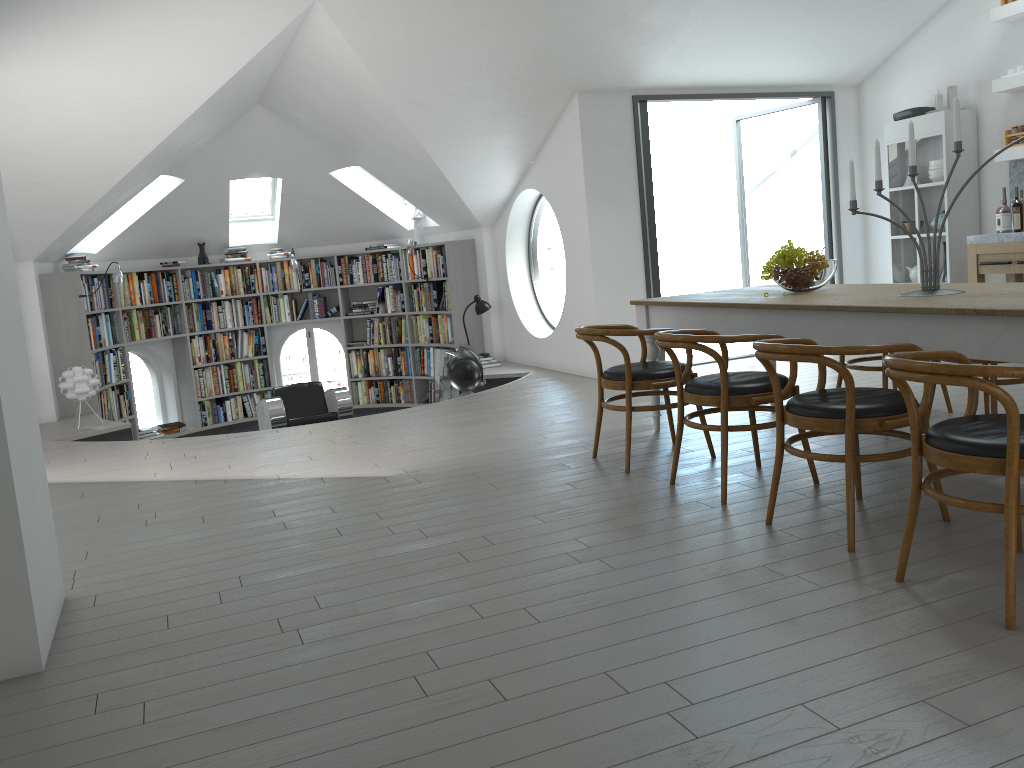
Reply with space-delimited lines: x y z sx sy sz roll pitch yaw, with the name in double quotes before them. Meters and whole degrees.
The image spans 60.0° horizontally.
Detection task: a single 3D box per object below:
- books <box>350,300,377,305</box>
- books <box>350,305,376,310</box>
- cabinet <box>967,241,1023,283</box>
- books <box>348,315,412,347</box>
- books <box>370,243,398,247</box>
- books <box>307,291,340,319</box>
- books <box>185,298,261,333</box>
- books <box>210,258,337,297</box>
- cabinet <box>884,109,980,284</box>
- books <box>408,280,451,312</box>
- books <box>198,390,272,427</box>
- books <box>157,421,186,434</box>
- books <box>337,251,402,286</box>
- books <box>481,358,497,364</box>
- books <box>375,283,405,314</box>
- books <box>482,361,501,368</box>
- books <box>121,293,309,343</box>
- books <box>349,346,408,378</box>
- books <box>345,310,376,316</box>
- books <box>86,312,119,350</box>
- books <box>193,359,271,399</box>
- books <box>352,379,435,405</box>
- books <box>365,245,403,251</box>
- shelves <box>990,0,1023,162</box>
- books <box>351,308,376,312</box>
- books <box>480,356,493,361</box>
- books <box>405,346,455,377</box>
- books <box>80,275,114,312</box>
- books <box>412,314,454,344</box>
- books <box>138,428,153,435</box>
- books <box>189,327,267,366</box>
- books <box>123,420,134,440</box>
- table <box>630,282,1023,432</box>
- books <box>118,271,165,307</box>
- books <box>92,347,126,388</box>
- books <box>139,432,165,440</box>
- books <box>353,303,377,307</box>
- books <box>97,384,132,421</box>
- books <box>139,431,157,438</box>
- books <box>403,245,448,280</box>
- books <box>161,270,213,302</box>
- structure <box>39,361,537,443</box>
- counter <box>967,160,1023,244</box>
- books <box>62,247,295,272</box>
"books" -1.816 -1.013 10.978 0.270 0.031 0.286 -12 11 -41
"books" -1.810 -0.951 10.985 0.285 0.031 0.270 -1 9 28
"cabinet" 5.273 -0.354 4.280 1.005 1.018 6.443 -8 8 -21
"books" -1.554 -0.660 10.862 0.973 0.351 0.252 -2 8 21
"books" -1.558 -1.685 10.787 0.247 0.027 0.234 2 11 41
"books" -2.301 -0.991 10.988 0.399 0.339 0.225 -5 7 -1
"books" -3.504 -0.837 10.657 1.031 0.358 0.301 -11 9 -35
"books" -2.904 -1.311 10.839 1.567 0.366 0.395 -7 8 -16
"cabinet" 3.649 -1.303 7.686 0.361 1.983 0.643 -8 7 -21
"books" -0.844 -1.025 10.260 0.280 0.357 1.053 -10 9 -35
"books" -3.379 0.281 10.744 1.021 0.305 0.288 -11 9 -36
"books" -3.917 0.510 10.196 0.318 0.099 0.292 -8 8 -20
"books" -1.681 -1.419 10.813 0.969 0.366 0.307 -2 8 22
"books" -0.359 -0.240 9.426 0.287 0.034 0.305 -10 9 -31
"books" -1.396 -1.047 10.773 0.553 0.349 0.256 -2 8 25
"books" -0.355 -0.203 9.431 0.366 0.042 0.389 -8 9 -21
"books" -3.552 -0.788 10.389 2.536 0.369 0.591 -12 10 -40
"books" -1.596 -0.282 10.945 0.871 0.349 0.273 -2 8 20
"books" -1.804 -0.888 10.992 0.388 0.042 0.367 -2 8 19
"books" -4.277 -0.520 8.934 0.303 0.346 1.091 -6 8 -6
"books" -3.400 -0.081 10.717 1.034 0.356 0.293 -11 9 -36
"books" -1.323 0.079 10.830 1.496 0.310 0.361 0 9 30
"books" -1.555 -1.657 10.791 0.336 0.036 0.318 0 9 31
"shelves" 5.191 -2.030 4.591 0.481 1.357 5.560 -9 9 -27
"books" -1.807 -0.920 10.988 0.285 0.031 0.270 -3 8 14
"books" -0.362 -0.272 9.423 0.269 0.031 0.286 -7 8 -11
"books" -0.820 -0.271 10.390 0.304 0.357 1.185 -11 10 -40
"books" -4.297 -0.902 8.875 0.300 0.360 1.036 -6 8 -5
"books" -0.801 -0.646 10.302 0.276 0.346 1.022 -10 9 -36
"books" -4.165 0.534 9.910 0.227 0.036 0.214 3 11 45
"books" -3.445 -0.460 10.665 1.000 0.350 0.297 -11 9 -37
"books" -4.172 0.582 9.094 0.283 0.318 0.921 -6 8 -3
"table" 1.833 -0.010 3.987 1.020 0.796 3.356 -8 8 -21
"books" -4.190 -1.040 9.758 0.269 0.372 0.796 -2 8 22
"books" -4.199 -0.149 8.954 0.260 0.358 1.023 -6 8 -4
"books" -4.159 0.598 9.917 0.388 0.042 0.367 0 10 35
"books" -1.813 -0.982 10.981 0.226 0.036 0.214 -1 9 28
"books" -4.112 0.430 8.757 0.391 0.693 1.645 -7 8 -11
"books" -4.162 0.565 9.914 0.286 0.031 0.270 3 11 45
"books" -0.885 -1.405 10.227 0.293 0.361 1.015 -11 10 -39
"books" -3.842 -1.143 10.338 0.265 0.345 0.684 2 10 45
"structure" -2.139 0.400 8.936 4.707 0.691 4.728 -2 9 23
"counter" 5.247 -1.158 4.129 0.963 0.617 6.590 -8 9 -21
"books" -3.764 -1.421 10.036 0.747 0.173 2.824 1 10 39
